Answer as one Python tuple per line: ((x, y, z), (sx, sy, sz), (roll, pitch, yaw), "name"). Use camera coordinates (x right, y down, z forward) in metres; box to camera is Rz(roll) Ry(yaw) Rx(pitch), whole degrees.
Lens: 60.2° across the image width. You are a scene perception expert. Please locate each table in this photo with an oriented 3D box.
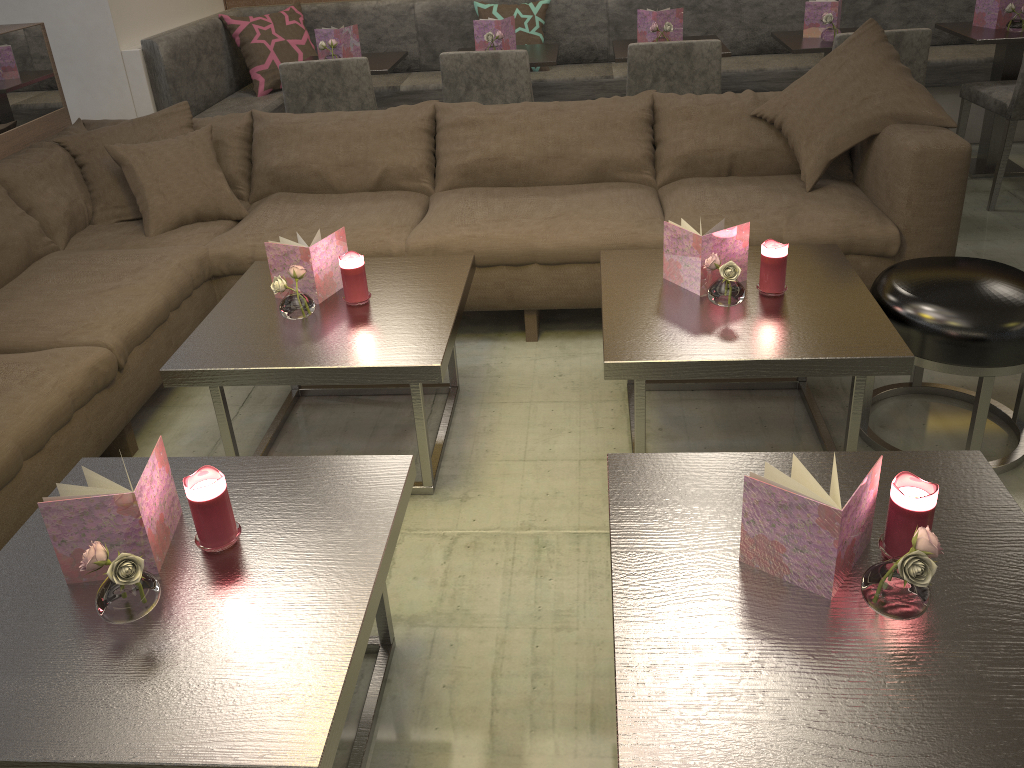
((-0.523, 0.482, 1.486), (0.657, 0.399, 0.679), (-1, 29, 5), "table")
((0.748, -1.292, 4.259), (0.506, 0.634, 0.522), (-1, 28, 6), "table")
((0.565, -0.042, 2.287), (0.657, 0.399, 0.679), (-1, 29, 5), "table")
((-0.777, -1.267, 4.406), (0.506, 0.634, 0.522), (-1, 28, 6), "table")
((1.511, -1.304, 4.186), (0.506, 0.634, 0.522), (-1, 28, 6), "table")
((-0.447, -0.026, 2.384), (0.657, 0.399, 0.679), (-1, 29, 5), "table")
((-0.015, -1.280, 4.332), (0.506, 0.634, 0.522), (-1, 28, 6), "table")
((2.273, -1.316, 4.113), (0.506, 0.634, 0.522), (-1, 28, 6), "table")
((0.489, 0.466, 1.389), (0.657, 0.399, 0.679), (-1, 29, 5), "table")

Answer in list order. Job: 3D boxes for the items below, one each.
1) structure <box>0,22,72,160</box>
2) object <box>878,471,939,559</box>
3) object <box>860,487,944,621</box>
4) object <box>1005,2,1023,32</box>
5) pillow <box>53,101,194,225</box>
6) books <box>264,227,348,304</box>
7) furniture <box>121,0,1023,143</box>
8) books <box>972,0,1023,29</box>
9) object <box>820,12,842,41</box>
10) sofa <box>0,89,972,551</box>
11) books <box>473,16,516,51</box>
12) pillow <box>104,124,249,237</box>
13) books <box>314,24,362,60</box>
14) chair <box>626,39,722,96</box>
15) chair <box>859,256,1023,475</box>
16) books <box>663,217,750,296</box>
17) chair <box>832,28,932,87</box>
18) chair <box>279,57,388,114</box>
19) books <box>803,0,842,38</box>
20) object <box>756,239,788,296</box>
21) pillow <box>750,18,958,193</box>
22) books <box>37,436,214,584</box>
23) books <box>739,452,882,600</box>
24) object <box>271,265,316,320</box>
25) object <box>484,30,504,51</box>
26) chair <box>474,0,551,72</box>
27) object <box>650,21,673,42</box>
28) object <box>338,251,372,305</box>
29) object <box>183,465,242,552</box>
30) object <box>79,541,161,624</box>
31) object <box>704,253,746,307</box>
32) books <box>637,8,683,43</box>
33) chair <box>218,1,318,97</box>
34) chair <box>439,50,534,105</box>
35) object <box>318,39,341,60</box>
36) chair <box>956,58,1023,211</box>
((-2.025, 0.001, 1.941), (0.224, 0.976, 3.896), (-1, 29, 6), "structure")
((0.591, 0.200, 1.315), (0.076, 0.124, 0.077), (-20, 31, -27), "object")
((0.563, 0.237, 1.256), (0.096, 0.122, 0.198), (15, 34, 33), "object")
((2.217, -1.610, 3.875), (0.107, 0.122, 0.095), (16, 33, 33), "object")
((-1.311, -0.769, 3.148), (0.530, 0.382, 0.299), (-17, 30, -22), "pillow")
((-0.541, -0.324, 2.369), (0.143, 0.159, 0.162), (9, 30, 23), "books")
((1.017, -0.773, 3.099), (5.645, 0.828, 4.394), (-1, 29, 5), "furniture")
((2.225, -1.709, 4.022), (0.158, 0.159, 0.147), (-11, 28, -12), "books")
((1.432, -1.601, 3.958), (0.095, 0.122, 0.108), (-1, 28, 6), "object")
((-0.306, 0.125, 1.839), (3.178, 0.655, 3.888), (-1, 29, 5), "sofa")
((-0.081, -1.672, 4.244), (0.143, 0.159, 0.162), (9, 30, 23), "books")
((-1.140, -0.690, 3.043), (0.386, 0.313, 0.239), (-25, 34, -34), "pillow")
((-0.847, -1.660, 4.317), (0.143, 0.159, 0.162), (9, 30, 23), "books")
((0.708, -1.171, 3.944), (0.477, 0.738, 0.508), (0, 28, 8), "chair")
((1.113, -0.073, 2.238), (0.423, 0.437, 0.435), (-10, 28, -11), "chair")
((0.496, -0.339, 2.267), (0.159, 0.159, 0.146), (-18, 31, -25), "books")
((1.495, -1.180, 3.863), (0.477, 0.738, 0.508), (-3, 27, 2), "chair")
((-0.784, -1.144, 4.081), (0.477, 0.738, 0.508), (-5, 27, -1), "chair")
((1.440, -1.696, 4.098), (0.143, 0.159, 0.162), (9, 30, 23), "books")
((0.645, -0.288, 2.181), (0.076, 0.124, 0.077), (-20, 31, -27), "object")
((1.091, -0.906, 2.868), (0.622, 0.497, 0.307), (6, 29, 18), "pillow")
((-0.603, 0.207, 1.428), (0.260, 0.159, 0.146), (-20, 31, -26), "books")
((0.446, 0.190, 1.327), (0.144, 0.159, 0.161), (18, 35, 36), "books")
((-0.552, -0.231, 2.226), (0.103, 0.128, 0.094), (-18, 31, -25), "object")
((-0.090, -1.579, 4.106), (0.092, 0.122, 0.113), (16, 34, 34), "object")
((0.003, -1.878, 4.807), (0.426, 0.383, 0.226), (-1, 27, 6), "chair")
((0.681, -1.588, 4.027), (0.095, 0.122, 0.104), (-19, 31, -26), "object")
((-0.409, -0.275, 2.288), (0.076, 0.124, 0.077), (-14, 29, -19), "object")
((-0.491, 0.203, 1.444), (0.076, 0.124, 0.077), (-14, 29, -19), "object")
((-0.581, 0.286, 1.308), (0.095, 0.125, 0.103), (-9, 28, -9), "object")
((0.520, -0.256, 2.140), (0.096, 0.125, 0.108), (-21, 32, -30), "object")
((0.698, -1.684, 4.169), (0.159, 0.159, 0.146), (-18, 31, -25), "books")
((-1.259, -1.806, 4.771), (0.499, 0.414, 0.300), (-26, 35, -35), "chair")
((-0.053, -1.162, 4.023), (0.477, 0.738, 0.507), (2, 28, 12), "chair")
((-0.853, -1.563, 4.173), (0.109, 0.122, 0.096), (-26, 35, -36), "object")
((2.249, -1.183, 3.773), (0.477, 0.738, 0.508), (-2, 27, 5), "chair")
